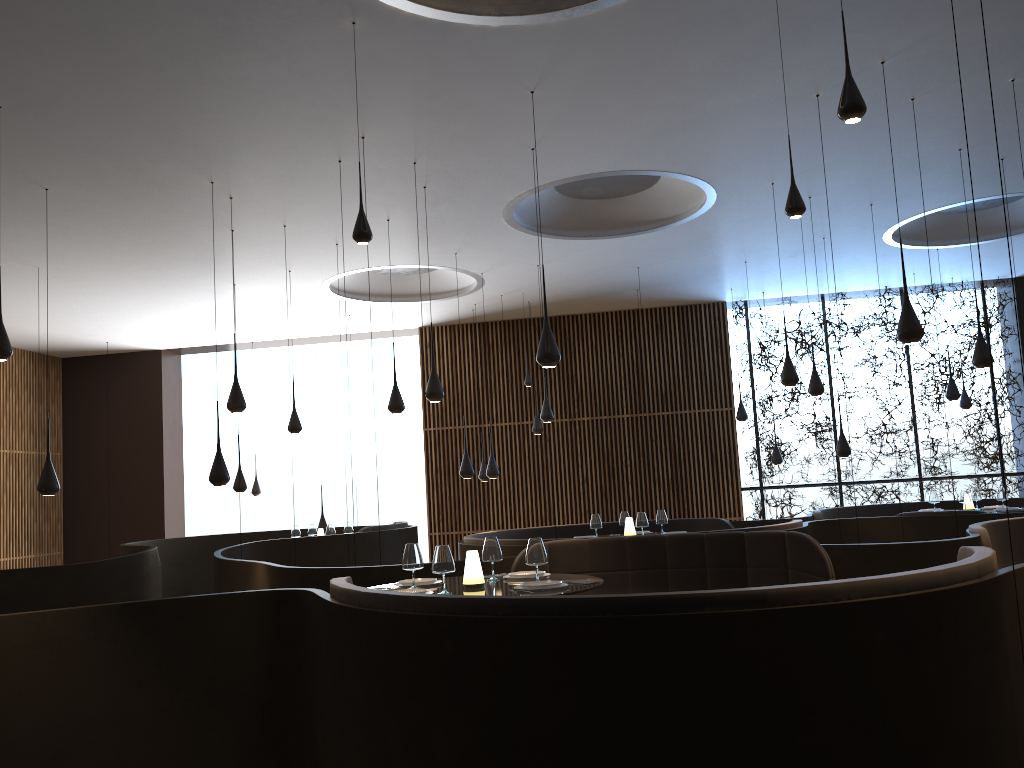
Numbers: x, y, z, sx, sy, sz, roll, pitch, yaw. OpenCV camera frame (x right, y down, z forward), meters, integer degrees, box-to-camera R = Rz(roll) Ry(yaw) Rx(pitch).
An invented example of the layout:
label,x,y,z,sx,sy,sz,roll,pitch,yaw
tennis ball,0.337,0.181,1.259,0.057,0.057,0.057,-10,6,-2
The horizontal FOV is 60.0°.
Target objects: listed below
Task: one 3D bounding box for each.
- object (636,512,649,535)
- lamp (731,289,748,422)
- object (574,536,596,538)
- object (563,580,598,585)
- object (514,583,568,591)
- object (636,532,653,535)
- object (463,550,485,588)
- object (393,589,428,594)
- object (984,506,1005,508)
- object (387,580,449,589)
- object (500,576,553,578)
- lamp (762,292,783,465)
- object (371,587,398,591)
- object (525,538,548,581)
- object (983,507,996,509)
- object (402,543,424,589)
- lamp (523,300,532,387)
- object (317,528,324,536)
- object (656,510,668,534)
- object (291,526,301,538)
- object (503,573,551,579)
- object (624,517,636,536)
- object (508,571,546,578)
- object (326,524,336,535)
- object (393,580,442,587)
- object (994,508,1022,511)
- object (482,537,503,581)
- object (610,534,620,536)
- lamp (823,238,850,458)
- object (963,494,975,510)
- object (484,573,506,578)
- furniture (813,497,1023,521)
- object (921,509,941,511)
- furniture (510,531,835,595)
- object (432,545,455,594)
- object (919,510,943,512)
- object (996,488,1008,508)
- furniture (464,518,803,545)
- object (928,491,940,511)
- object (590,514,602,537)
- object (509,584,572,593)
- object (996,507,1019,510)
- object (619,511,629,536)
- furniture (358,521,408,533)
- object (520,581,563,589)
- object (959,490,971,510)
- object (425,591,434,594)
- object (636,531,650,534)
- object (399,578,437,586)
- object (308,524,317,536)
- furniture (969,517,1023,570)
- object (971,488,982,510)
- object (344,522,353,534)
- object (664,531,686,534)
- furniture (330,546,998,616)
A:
label,x,y,z,sx,sy,sz,roll,pitch,yaw
object,1.461,1.588,9.954,0.142,0.294,0.142,-1,-6,-21
lamp,3.727,-0.482,14.687,0.196,2.218,0.196,-8,-8,43
object,0.856,1.808,10.422,0.263,0.029,0.263,-6,-8,22
object,0.402,1.258,5.610,0.262,0.017,0.126,-10,-10,43
object,0.178,1.238,5.407,0.332,0.014,0.333,0,-8,-27
object,1.559,1.830,10.844,0.332,0.014,0.332,-5,-7,16
object,-0.251,1.195,5.732,0.142,0.231,0.145,-1,-6,-18
object,-0.641,1.270,5.369,0.263,0.029,0.264,3,-9,-42
object,6.692,1.708,12.288,0.263,0.029,0.264,-3,-7,0
object,-0.639,1.365,6.052,0.205,0.012,0.411,-10,-10,43
object,0.107,1.334,6.141,0.411,0.012,0.204,-9,-9,38
lamp,4.387,-0.105,15.060,0.196,2.954,0.196,-8,-8,43
object,-0.877,1.361,5.859,0.126,0.017,0.262,3,-9,-42
object,0.157,1.132,5.651,0.142,0.294,0.142,1,-7,-36
object,6.692,1.718,12.287,0.332,0.014,0.332,-4,-7,6
object,-0.651,1.199,5.830,0.142,0.294,0.142,0,-7,-32
lamp,0.218,-0.711,14.144,0.133,1.505,0.133,-4,-6,3
object,-2.806,2.238,13.020,0.142,0.231,0.145,-7,-7,29
object,1.769,1.634,10.466,0.142,0.294,0.142,-6,-7,29
object,-3.151,2.216,12.927,0.142,0.294,0.142,-4,-6,5
object,0.103,1.333,6.143,0.332,0.014,0.332,-10,-9,42
object,1.374,1.674,10.357,0.144,0.231,0.142,-6,-6,23
object,0.103,1.323,6.144,0.263,0.029,0.263,4,-10,-44
object,-2.591,2.152,12.668,0.142,0.294,0.142,-4,-6,11
object,-0.642,1.363,6.048,0.332,0.014,0.332,-4,-7,9
object,6.506,1.648,11.632,0.332,0.014,0.333,-2,-7,-7
object,-0.136,1.208,6.135,0.142,0.294,0.142,-4,-6,7
object,1.266,1.862,10.911,0.126,0.017,0.262,-4,-7,9
lamp,4.287,-0.500,11.810,0.196,2.954,0.196,-4,-6,3
object,6.210,1.611,12.066,0.144,0.231,0.143,-2,-6,-12
object,-0.106,1.379,6.358,0.127,0.017,0.262,-10,-9,42
furniture,6.125,2.121,11.784,3.790,1.044,3.895,-1,-7,-15
object,5.895,1.776,12.476,0.263,0.029,0.263,-10,-10,43
furniture,1.207,1.730,6.924,2.532,1.058,0.933,-5,-6,13
object,-0.419,1.136,5.420,0.142,0.294,0.142,-6,-6,26
object,5.896,1.786,12.475,0.332,0.014,0.332,-4,-7,5
object,6.564,1.536,11.868,0.142,0.294,0.142,1,-7,-39
furniture,1.355,2.236,10.330,3.789,1.115,3.892,-1,-7,-17
object,5.838,1.625,12.261,0.142,0.294,0.142,-3,-6,2
object,0.972,1.651,10.238,0.142,0.294,0.142,0,-7,-31
object,0.176,1.239,5.403,0.205,0.012,0.411,-9,-9,39
object,6.505,1.638,11.633,0.263,0.029,0.264,-3,-7,-4
object,1.368,1.687,10.715,0.142,0.294,0.142,-1,-6,-25
furniture,-1.995,2.621,13.215,0.931,1.057,2.538,-4,-7,4
object,0.178,1.228,5.408,0.263,0.029,0.264,-2,-7,-7
object,5.985,1.550,11.715,0.142,0.294,0.142,-3,-6,1
object,-0.641,1.279,5.368,0.332,0.014,0.333,-2,-7,-10
object,1.559,1.821,10.845,0.263,0.029,0.264,0,-8,-25
object,-0.642,1.354,6.049,0.263,0.029,0.264,-5,-7,12
object,-3.009,2.263,13.378,0.142,0.294,0.142,-1,-6,-19
furniture,4.655,1.710,7.694,2.532,1.045,0.902,3,-8,-40
object,6.454,1.598,12.326,0.142,0.294,0.142,-4,-6,8
object,-2.436,2.210,13.213,0.142,0.294,0.142,-1,-6,-24
object,1.886,1.729,10.250,0.263,0.029,0.264,-4,-7,3
furniture,0.779,1.500,4.573,3.934,1.045,1.986,-4,-7,5
